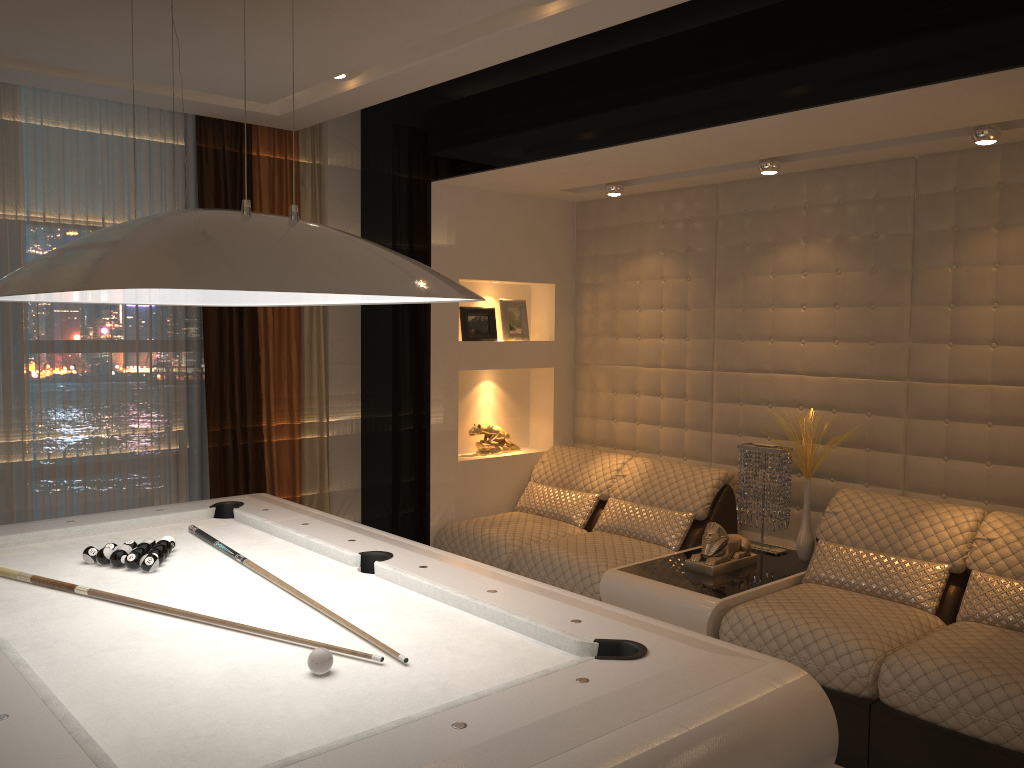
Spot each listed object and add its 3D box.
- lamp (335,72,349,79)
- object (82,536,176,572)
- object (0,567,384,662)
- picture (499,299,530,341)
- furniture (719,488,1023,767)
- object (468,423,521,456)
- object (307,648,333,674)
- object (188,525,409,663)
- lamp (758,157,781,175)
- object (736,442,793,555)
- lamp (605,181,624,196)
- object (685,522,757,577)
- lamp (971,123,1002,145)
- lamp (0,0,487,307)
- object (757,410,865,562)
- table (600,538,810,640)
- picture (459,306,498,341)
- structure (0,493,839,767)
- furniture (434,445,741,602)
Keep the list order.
[{"bbox_3d":[-0.789,-1.449,4.009,0.107,0.127,0.107,3,4,30],"label":"lamp"},{"bbox_3d":[-1.200,0.548,2.904,0.299,0.057,0.265,2,4,23],"label":"object"},{"bbox_3d":[-1.000,0.597,2.404,1.605,0.026,0.028,3,4,28],"label":"object"},{"bbox_3d":[0.010,-0.385,5.400,0.211,0.262,0.094,-3,5,-42],"label":"picture"},{"bbox_3d":[1.646,0.937,3.403,1.107,0.810,1.312,-3,5,-41],"label":"furniture"},{"bbox_3d":[-0.101,0.334,5.420,0.409,0.202,0.124,-2,5,-38],"label":"object"},{"bbox_3d":[-0.426,0.616,1.972,0.057,0.057,0.057,2,4,18],"label":"object"},{"bbox_3d":[-0.717,0.583,2.661,0.028,0.026,1.605,-2,5,-36],"label":"object"},{"bbox_3d":[1.205,-1.044,4.150,0.107,0.127,0.107,3,4,30],"label":"lamp"},{"bbox_3d":[1.242,0.559,4.385,0.124,0.522,0.247,-3,5,-41],"label":"object"},{"bbox_3d":[0.564,-1.097,4.874,0.107,0.127,0.107,3,4,30],"label":"lamp"},{"bbox_3d":[0.963,0.731,4.068,0.344,0.217,0.155,-3,5,-41],"label":"object"},{"bbox_3d":[1.838,-0.992,3.434,0.107,0.127,0.107,3,4,30],"label":"lamp"},{"bbox_3d":[-0.832,-0.722,2.380,0.939,0.995,1.578,-3,5,-41],"label":"lamp"},{"bbox_3d":[1.394,0.485,4.131,0.390,0.718,0.388,4,5,40],"label":"object"},{"bbox_3d":[1.009,1.064,4.125,1.143,0.457,0.608,-3,5,-41],"label":"table"},{"bbox_3d":[-0.204,-0.349,5.216,0.264,0.209,0.090,-3,5,-41],"label":"picture"},{"bbox_3d":[-0.859,0.968,2.475,1.659,0.812,2.912,-3,5,-41],"label":"structure"},{"bbox_3d":[0.384,0.833,4.829,1.107,0.810,1.312,-3,5,-41],"label":"furniture"}]
